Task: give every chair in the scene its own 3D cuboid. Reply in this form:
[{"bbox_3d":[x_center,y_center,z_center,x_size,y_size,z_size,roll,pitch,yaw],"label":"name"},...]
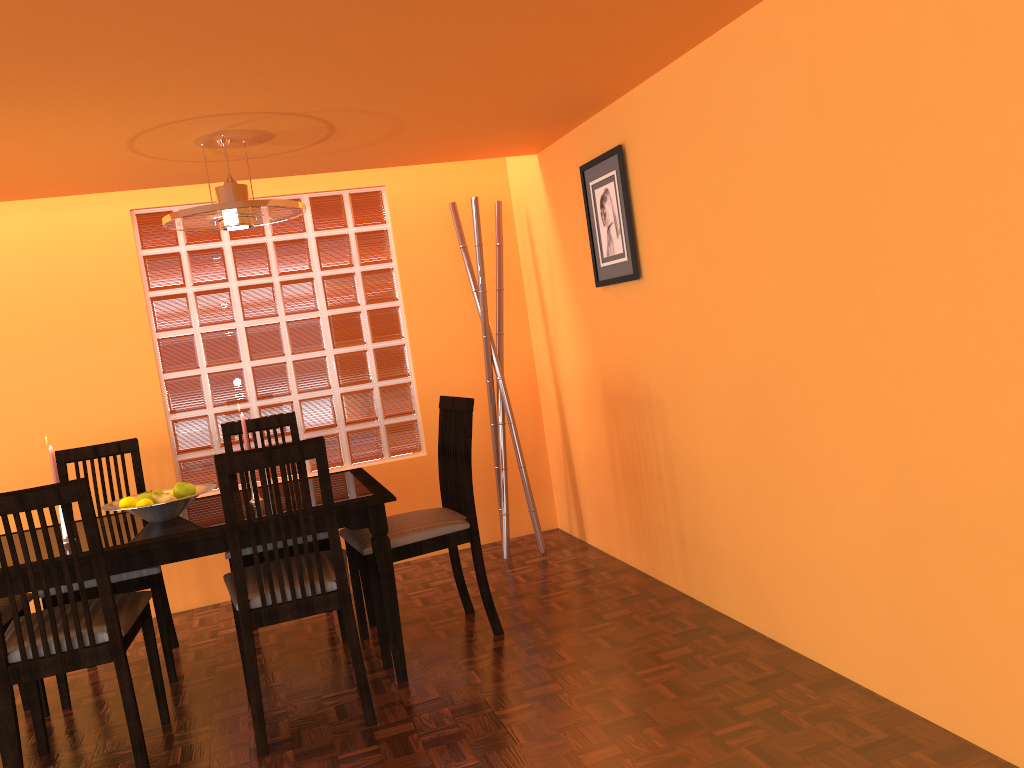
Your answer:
[{"bbox_3d":[-1.706,0.704,2.589,0.465,0.809,0.373,-9,4,-12],"label":"chair"},{"bbox_3d":[-0.859,0.533,3.253,0.373,0.809,0.465,-10,4,-17],"label":"chair"},{"bbox_3d":[-1.176,0.645,2.354,0.373,0.809,0.465,-10,4,-17],"label":"chair"},{"bbox_3d":[-0.632,0.553,2.522,0.373,0.809,0.465,-10,4,-17],"label":"chair"},{"bbox_3d":[-1.403,0.624,3.085,0.373,0.809,0.465,-10,4,-17],"label":"chair"},{"bbox_3d":[-0.323,0.473,3.007,0.465,0.809,0.373,-10,4,-22],"label":"chair"}]

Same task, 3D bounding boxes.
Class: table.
[{"bbox_3d":[-0.998,0.702,2.781,1.259,0.584,0.697,-10,4,-17],"label":"table"}]

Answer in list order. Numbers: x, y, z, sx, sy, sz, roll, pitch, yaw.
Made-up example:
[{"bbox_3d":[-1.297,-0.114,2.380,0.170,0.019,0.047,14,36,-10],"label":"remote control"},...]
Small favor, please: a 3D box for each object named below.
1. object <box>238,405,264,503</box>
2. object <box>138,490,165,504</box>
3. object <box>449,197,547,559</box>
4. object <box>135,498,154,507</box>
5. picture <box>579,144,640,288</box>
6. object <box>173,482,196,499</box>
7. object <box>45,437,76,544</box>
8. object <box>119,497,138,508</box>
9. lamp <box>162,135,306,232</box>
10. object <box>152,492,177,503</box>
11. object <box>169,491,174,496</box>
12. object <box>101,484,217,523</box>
[{"bbox_3d":[-0.843,0.215,2.833,0.044,0.326,0.044,-10,5,-28],"label":"object"},{"bbox_3d":[-1.125,0.373,2.778,0.087,0.076,0.089,-9,4,-11],"label":"object"},{"bbox_3d":[-0.056,-0.023,3.912,0.226,1.589,0.308,-8,4,5],"label":"object"},{"bbox_3d":[-1.111,0.369,2.682,0.055,0.046,0.046,-5,5,36],"label":"object"},{"bbox_3d":[0.344,-0.585,3.169,0.014,0.456,0.361,-10,4,-17],"label":"picture"},{"bbox_3d":[-1.025,0.338,2.779,0.069,0.066,0.069,-9,4,-7],"label":"object"},{"bbox_3d":[-1.329,0.303,2.595,0.044,0.326,0.044,-10,5,-28],"label":"object"},{"bbox_3d":[-1.162,0.365,2.690,0.055,0.046,0.046,-11,5,-34],"label":"object"},{"bbox_3d":[-0.882,-0.625,2.781,0.435,0.274,0.435,-8,4,5],"label":"lamp"},{"bbox_3d":[-1.055,0.361,2.708,0.066,0.070,0.055,-11,5,-35],"label":"object"},{"bbox_3d":[-1.066,0.366,2.809,0.047,0.056,0.045,-9,4,-10],"label":"object"},{"bbox_3d":[-1.088,0.384,2.758,0.337,0.072,0.337,-5,5,39],"label":"object"}]
